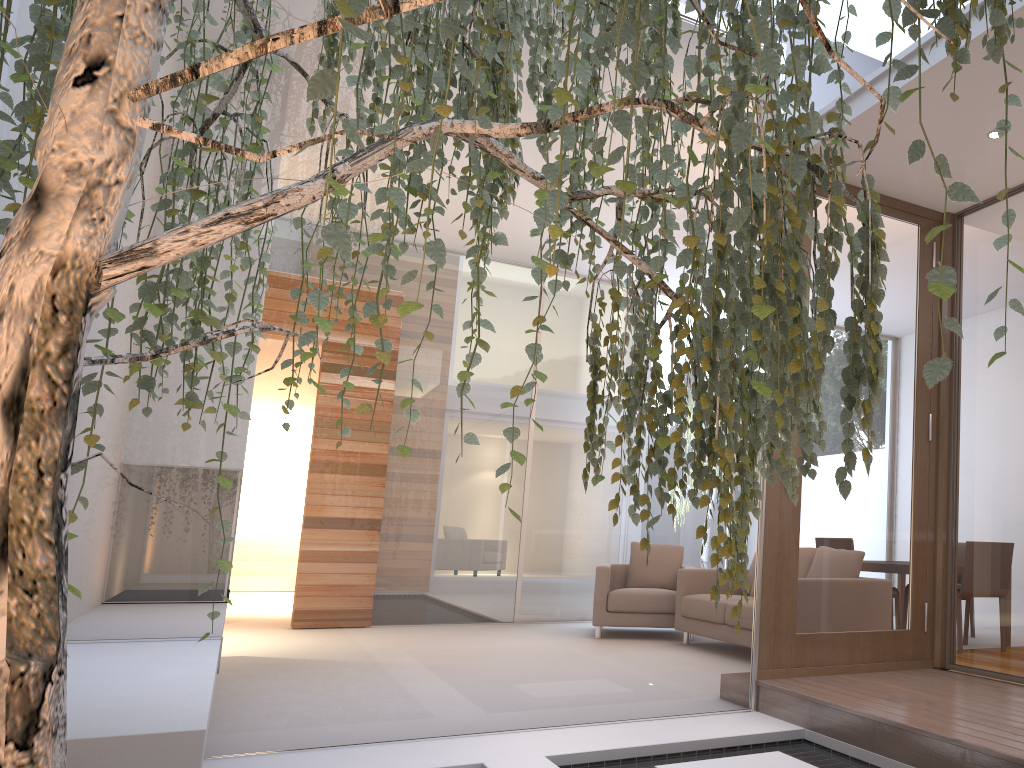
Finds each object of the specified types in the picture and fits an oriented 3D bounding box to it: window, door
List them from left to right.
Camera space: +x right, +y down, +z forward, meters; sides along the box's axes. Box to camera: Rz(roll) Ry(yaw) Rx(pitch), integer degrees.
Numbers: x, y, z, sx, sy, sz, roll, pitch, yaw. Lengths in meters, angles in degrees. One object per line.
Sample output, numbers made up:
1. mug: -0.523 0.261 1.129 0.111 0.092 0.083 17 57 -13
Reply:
1. window: -0.164 -0.263 3.304 3.185 3.234 0.045 7 -8 -27
2. door: 1.769 0.203 4.225 1.057 2.348 0.100 7 -8 -27
3. window: 3.021 -0.070 2.559 0.068 2.450 4.200 6 -10 -17

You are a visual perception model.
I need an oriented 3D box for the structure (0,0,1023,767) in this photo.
1. structure: -0.059 -0.997 1.117 2.006 3.964 2.134 7 -9 -26
